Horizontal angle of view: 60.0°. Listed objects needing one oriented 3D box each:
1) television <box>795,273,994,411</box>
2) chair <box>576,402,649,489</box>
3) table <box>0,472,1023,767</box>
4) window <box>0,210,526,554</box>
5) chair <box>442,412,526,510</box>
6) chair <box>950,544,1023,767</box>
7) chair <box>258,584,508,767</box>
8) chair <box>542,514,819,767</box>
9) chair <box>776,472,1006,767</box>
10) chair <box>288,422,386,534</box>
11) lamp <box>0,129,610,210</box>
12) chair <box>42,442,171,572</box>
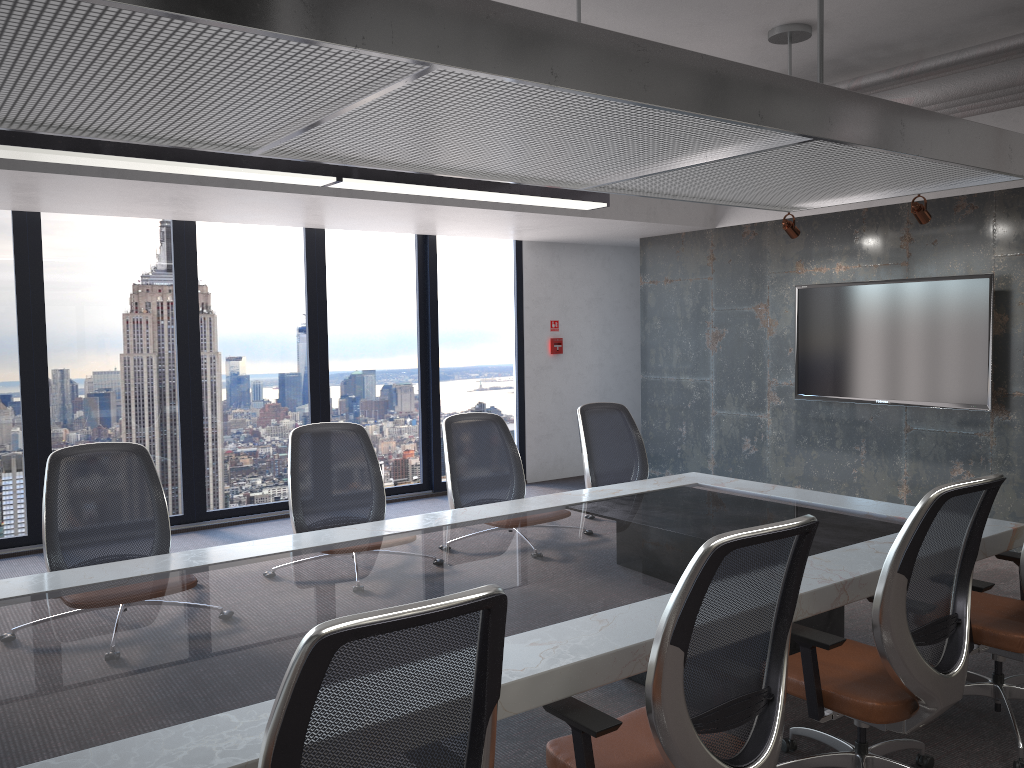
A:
[{"bbox_3d":[3.498,-0.281,6.009,0.101,0.960,3.667,-3,4,-36],"label":"television"},{"bbox_3d":[0.768,0.709,5.214,0.828,1.166,0.789,0,4,18],"label":"chair"},{"bbox_3d":[-0.559,1.069,2.967,5.498,0.745,1.898,-3,4,-36],"label":"table"},{"bbox_3d":[-3.619,-0.077,6.679,9.225,2.670,0.121,-3,4,-36],"label":"window"},{"bbox_3d":[0.003,0.755,4.656,0.828,1.166,0.789,0,4,18],"label":"chair"},{"bbox_3d":[1.923,0.792,3.482,0.828,1.166,0.789,0,4,18],"label":"chair"},{"bbox_3d":[-0.372,0.930,1.809,0.828,1.166,0.789,0,4,18],"label":"chair"},{"bbox_3d":[0.393,0.884,2.367,0.828,1.166,0.789,0,4,18],"label":"chair"},{"bbox_3d":[1.158,0.838,2.925,0.828,1.166,0.789,0,4,18],"label":"chair"},{"bbox_3d":[-0.732,0.792,4.230,0.828,1.166,0.789,1,4,24],"label":"chair"},{"bbox_3d":[-0.665,-1.448,2.759,6.097,0.908,4.126,-3,4,-36],"label":"lamp"},{"bbox_3d":[-1.526,0.846,3.540,0.828,1.166,0.789,0,4,18],"label":"chair"}]
